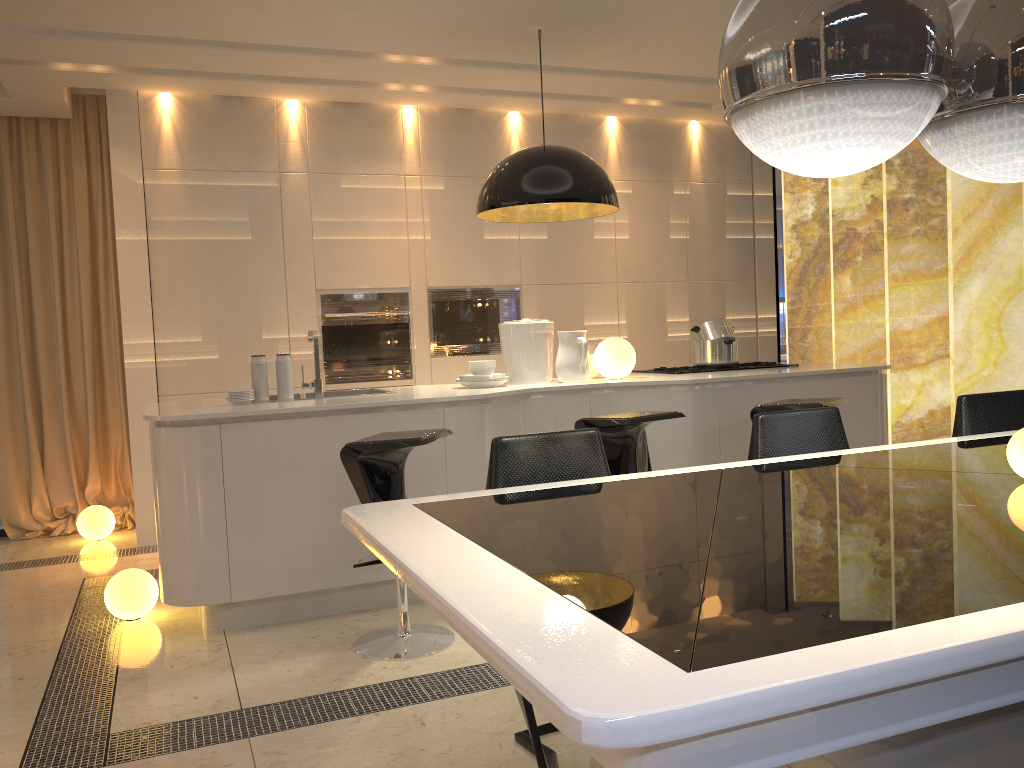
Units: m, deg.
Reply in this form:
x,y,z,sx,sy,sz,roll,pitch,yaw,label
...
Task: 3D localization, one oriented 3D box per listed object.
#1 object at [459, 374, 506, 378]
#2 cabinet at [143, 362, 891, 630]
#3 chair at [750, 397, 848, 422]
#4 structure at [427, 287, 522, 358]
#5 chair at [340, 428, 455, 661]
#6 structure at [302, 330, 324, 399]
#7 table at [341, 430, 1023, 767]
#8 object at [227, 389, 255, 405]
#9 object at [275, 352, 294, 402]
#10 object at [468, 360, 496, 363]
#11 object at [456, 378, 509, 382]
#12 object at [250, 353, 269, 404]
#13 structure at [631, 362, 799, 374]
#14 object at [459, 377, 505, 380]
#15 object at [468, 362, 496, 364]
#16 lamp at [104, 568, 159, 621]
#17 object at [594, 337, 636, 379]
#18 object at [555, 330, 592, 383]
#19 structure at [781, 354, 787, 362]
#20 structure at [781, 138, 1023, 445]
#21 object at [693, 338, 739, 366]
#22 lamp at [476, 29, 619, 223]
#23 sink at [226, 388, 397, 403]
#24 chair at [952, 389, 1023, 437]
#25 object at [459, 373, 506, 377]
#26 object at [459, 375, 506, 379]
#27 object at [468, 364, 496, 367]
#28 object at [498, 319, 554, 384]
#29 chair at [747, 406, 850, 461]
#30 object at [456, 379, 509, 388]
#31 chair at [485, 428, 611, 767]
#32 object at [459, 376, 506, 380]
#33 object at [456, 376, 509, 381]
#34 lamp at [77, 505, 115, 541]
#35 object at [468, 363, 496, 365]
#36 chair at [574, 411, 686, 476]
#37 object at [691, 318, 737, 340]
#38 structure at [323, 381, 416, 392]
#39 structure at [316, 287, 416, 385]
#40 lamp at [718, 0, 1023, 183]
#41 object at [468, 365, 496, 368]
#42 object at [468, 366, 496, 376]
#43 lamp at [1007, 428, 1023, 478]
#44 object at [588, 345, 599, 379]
x,y,z,sx,sy,sz,roll,pitch,yaw,label
-0.145,-0.034,4.352,0.229,0.016,0.229,-2,3,8,object
0.184,0.436,4.519,3.752,0.887,1.046,-4,3,-21,cabinet
1.284,0.463,3.984,0.380,0.789,0.380,0,4,36,chair
-0.316,-0.422,6.118,0.659,0.450,0.446,-4,3,-21,structure
-0.422,0.577,3.314,0.380,0.789,0.380,-2,3,11,chair
-0.928,-0.088,4.047,0.089,0.310,0.177,-4,3,-21,structure
1.260,0.587,2.008,3.031,0.759,1.293,-4,3,-21,table
-1.172,0.059,3.840,0.111,0.062,0.111,-3,3,0,object
-1.009,-0.033,3.935,0.071,0.219,0.071,1,4,45,object
-0.147,-0.087,4.349,0.138,0.051,0.138,-1,3,26,object
-0.143,-0.007,4.353,0.264,0.033,0.264,0,4,38,object
-1.108,-0.026,3.896,0.071,0.219,0.071,-4,4,-30,object
1.159,-0.097,5.099,0.811,0.026,0.502,-4,3,-21,structure
-0.144,-0.020,4.352,0.229,0.016,0.229,-2,3,8,object
-0.147,-0.081,4.349,0.138,0.051,0.138,-1,3,26,object
-1.621,0.895,3.780,0.212,0.214,0.213,-1,4,29,lamp
0.524,-0.131,4.524,0.212,0.214,0.213,-1,4,29,object
0.318,-0.138,4.425,0.211,0.254,0.183,-1,4,31,object
3.464,0.118,8.222,1.659,0.812,2.912,-4,3,-21,structure
2.486,-0.549,5.337,0.448,2.555,2.180,-4,3,-21,structure
1.165,-0.182,5.070,0.253,0.147,0.266,-1,3,22,object
0.155,-1.295,4.381,0.710,0.898,0.710,-3,3,-11,lamp
-0.970,0.129,4.264,0.738,0.152,0.485,-4,3,-21,sink
1.796,0.463,2.932,0.523,0.858,0.496,-4,3,-21,chair
-0.145,-0.039,4.351,0.229,0.016,0.229,-2,3,8,object
-0.145,-0.029,4.352,0.229,0.016,0.229,-2,3,8,object
-0.146,-0.070,4.350,0.138,0.051,0.138,-1,3,26,object
0.080,-0.172,4.574,0.288,0.330,0.288,-3,3,-4,object
1.007,0.516,2.622,0.523,0.858,0.496,-4,3,-21,chair
-0.143,-0.001,4.353,0.264,0.033,0.264,0,4,38,object
0.202,0.570,2.306,0.523,0.858,0.496,-4,3,-21,chair
-0.145,-0.025,4.352,0.229,0.016,0.229,-2,3,8,object
-0.143,-0.014,4.353,0.264,0.033,0.264,0,4,38,object
-2.539,0.847,5.414,0.212,0.214,0.213,-1,4,29,lamp
-0.146,-0.075,4.349,0.138,0.051,0.138,-1,3,26,object
0.495,0.514,3.717,0.380,0.789,0.380,-5,4,-39,chair
1.155,-0.268,5.071,0.256,0.212,0.249,-2,3,14,object
-0.983,0.290,5.893,0.609,0.597,0.595,-4,3,-21,structure
-1.010,-0.317,5.860,0.609,0.597,0.595,-4,3,-21,structure
1.230,-1.041,1.875,1.827,1.226,0.408,-4,3,-21,lamp
-0.146,-0.064,4.350,0.138,0.051,0.138,-1,3,26,object
-0.145,-0.058,4.350,0.138,0.051,0.138,-1,3,26,object
1.155,0.152,1.944,0.125,0.125,0.125,-1,4,29,lamp
0.381,-0.114,4.697,0.211,0.174,0.211,-1,3,26,object
